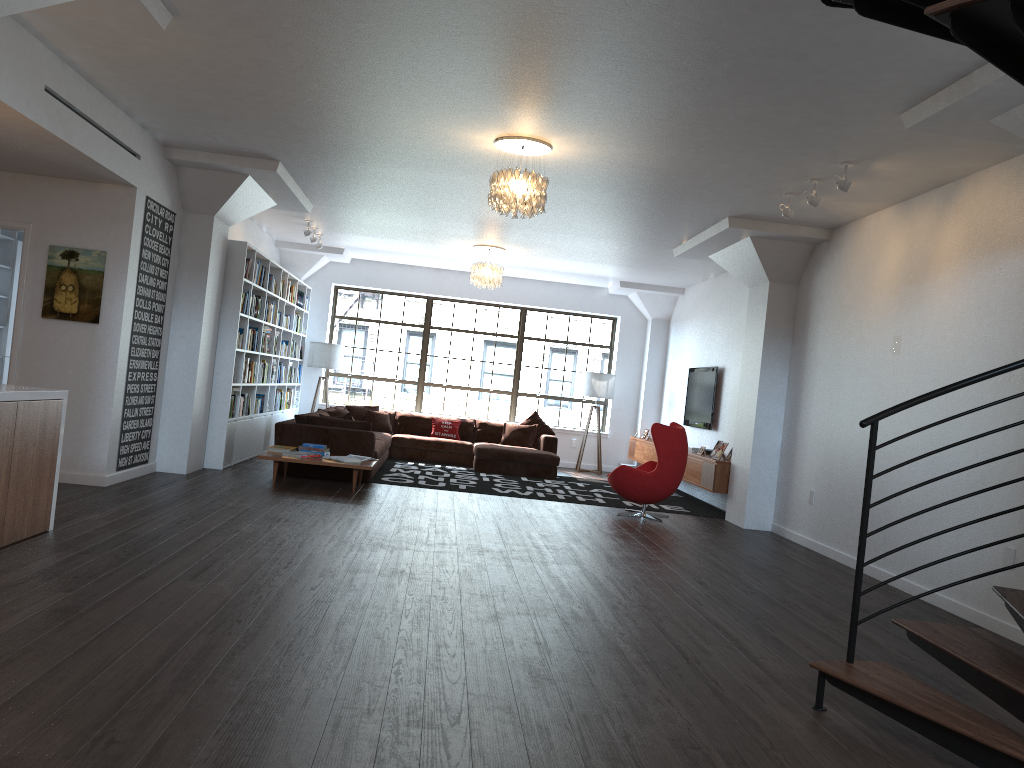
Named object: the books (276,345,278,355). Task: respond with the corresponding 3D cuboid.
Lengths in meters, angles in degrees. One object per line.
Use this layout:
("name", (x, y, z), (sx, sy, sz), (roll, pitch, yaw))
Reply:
("books", (-3.192, -0.512, 11.752), (0.160, 0.251, 0.036), (6, 0, -4))

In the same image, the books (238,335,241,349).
("books", (-3.007, -0.461, 9.613), (0.110, 0.153, 0.019), (6, 0, -4))

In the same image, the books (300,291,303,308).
("books", (-3.221, -1.261, 13.199), (0.183, 0.253, 0.042), (6, 0, -4))

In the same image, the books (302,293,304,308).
("books", (-3.231, -1.261, 13.330), (0.183, 0.253, 0.042), (6, 0, -4))

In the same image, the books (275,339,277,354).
("books", (-3.169, -0.497, 11.613), (0.161, 0.223, 0.030), (6, 0, -4))

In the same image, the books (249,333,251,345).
("books", (-3.060, -0.510, 10.058), (0.170, 0.245, 0.057), (6, 0, -4))

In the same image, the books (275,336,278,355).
("books", (-3.185, -0.512, 11.647), (0.183, 0.253, 0.039), (6, 0, -4))

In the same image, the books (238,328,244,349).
("books", (-3.025, -0.501, 9.736), (0.140, 0.231, 0.042), (6, 0, -4))

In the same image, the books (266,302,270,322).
("books", (-3.075, -0.889, 10.862), (0.182, 0.253, 0.034), (6, 0, -4))

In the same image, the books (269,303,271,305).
("books", (-3.093, -0.888, 11.017), (0.159, 0.250, 0.026), (6, 0, -4))

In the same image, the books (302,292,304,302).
("books", (-3.230, -1.261, 13.286), (0.183, 0.253, 0.042), (6, 0, -4))

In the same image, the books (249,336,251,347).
("books", (-3.064, -0.512, 10.099), (0.159, 0.250, 0.026), (6, 0, -4))

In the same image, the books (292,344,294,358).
("books", (-3.280, -0.510, 12.963), (0.171, 0.246, 0.039), (6, 0, -4))

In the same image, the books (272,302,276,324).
("books", (-3.113, -0.906, 11.246), (0.197, 0.283, 0.065), (6, 0, -4))

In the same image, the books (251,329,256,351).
("books", (-3.069, -0.513, 10.255), (0.182, 0.253, 0.034), (6, 0, -4))

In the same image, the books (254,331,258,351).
("books", (-3.076, -0.506, 10.356), (0.174, 0.239, 0.045), (6, 0, -4))

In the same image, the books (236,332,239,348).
("books", (-3.005, -0.474, 9.503), (0.128, 0.178, 0.022), (6, 0, -4))

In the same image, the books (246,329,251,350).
("books", (-3.053, -0.506, 10.007), (0.174, 0.239, 0.045), (6, 0, -4))

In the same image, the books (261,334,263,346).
("books", (-3.107, -0.499, 10.721), (0.161, 0.223, 0.032), (6, 0, -4))

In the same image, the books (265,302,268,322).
("books", (-3.066, -0.882, 10.762), (0.174, 0.239, 0.045), (6, 0, -4))

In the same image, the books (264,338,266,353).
("books", (-3.127, -0.490, 10.996), (0.161, 0.207, 0.135), (6, 0, -5))

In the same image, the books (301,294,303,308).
("books", (-3.224, -1.261, 13.243), (0.183, 0.253, 0.042), (6, 0, -4))

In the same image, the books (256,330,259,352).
("books", (-3.077, -0.512, 10.429), (0.182, 0.253, 0.034), (6, 0, -4))

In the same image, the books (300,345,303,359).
("books", (-3.330, -0.494, 13.692), (0.182, 0.215, 0.188), (6, 0, -4))

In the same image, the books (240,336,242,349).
("books", (-3.008, -0.465, 9.677), (0.106, 0.162, 0.032), (6, 0, -4))

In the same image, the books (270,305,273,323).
("books", (-3.095, -0.883, 11.110), (0.174, 0.239, 0.045), (6, 0, -4))

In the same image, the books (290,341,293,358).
("books", (-3.260, -0.507, 12.778), (0.174, 0.240, 0.054), (6, 0, -4))

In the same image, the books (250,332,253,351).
("books", (-3.064, -0.498, 10.153), (0.161, 0.223, 0.026), (6, 0, -4))

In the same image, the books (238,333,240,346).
("books", (-3.011, -0.471, 9.595), (0.109, 0.171, 0.018), (6, 0, -4))

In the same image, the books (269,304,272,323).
("books", (-3.094, -0.886, 11.058), (0.170, 0.245, 0.057), (6, 0, -4))

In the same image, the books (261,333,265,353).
("books", (-3.109, -0.507, 10.764), (0.174, 0.240, 0.054), (6, 0, -4))

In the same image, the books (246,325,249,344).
("books", (-3.050, -0.529, 9.869), (0.197, 0.283, 0.065), (6, 0, -4))

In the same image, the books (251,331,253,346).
("books", (-3.074, -0.503, 10.185), (0.167, 0.230, 0.037), (6, 0, -4))

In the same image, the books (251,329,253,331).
("books", (-3.089, -0.515, 10.219), (0.182, 0.253, 0.034), (6, 0, -4))

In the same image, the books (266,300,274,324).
("books", (-3.104, -0.908, 11.186), (0.176, 0.290, 0.053), (6, 0, -4))

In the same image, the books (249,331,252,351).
("books", (-3.059, -0.498, 10.126), (0.161, 0.223, 0.027), (6, 0, -4))

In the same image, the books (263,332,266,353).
("books", (-3.127, -0.515, 10.875), (0.183, 0.253, 0.042), (6, 0, -4))

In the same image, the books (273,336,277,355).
("books", (-3.167, -0.512, 11.543), (0.174, 0.251, 0.051), (6, 0, -4))

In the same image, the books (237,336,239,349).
("books", (-3.017, -0.478, 9.549), (0.134, 0.184, 0.030), (6, 0, -4))

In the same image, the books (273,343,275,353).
("books", (-3.166, -0.498, 11.502), (0.161, 0.223, 0.030), (6, 0, -4))

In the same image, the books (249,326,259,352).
("books", (-3.090, -0.532, 10.491), (0.176, 0.294, 0.102), (6, 0, -4))

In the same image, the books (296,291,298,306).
("books", (-3.180, -1.244, 12.821), (0.161, 0.223, 0.032), (6, 0, -4))

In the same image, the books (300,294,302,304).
("books", (-3.224, -1.262, 13.155), (0.183, 0.253, 0.042), (6, 0, -4))

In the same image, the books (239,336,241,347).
("books", (-3.010, -0.461, 9.632), (0.110, 0.153, 0.018), (6, 0, -4))

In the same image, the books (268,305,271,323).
("books", (-3.084, -0.874, 10.991), (0.161, 0.223, 0.027), (6, 0, -4))

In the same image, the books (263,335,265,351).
("books", (-3.111, -0.498, 10.840), (0.161, 0.223, 0.032), (6, 0, -4))

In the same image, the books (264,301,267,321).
("books", (-3.056, -0.888, 10.689), (0.182, 0.253, 0.034), (6, 0, -4))

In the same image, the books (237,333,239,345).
("books", (-3.008, -0.474, 9.524), (0.128, 0.178, 0.021), (6, 0, -4))

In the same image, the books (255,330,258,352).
("books", (-3.085, -0.513, 10.395), (0.182, 0.253, 0.034), (6, 0, -4))

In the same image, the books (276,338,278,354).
("books", (-3.187, -0.510, 11.715), (0.171, 0.246, 0.036), (6, 0, -4))

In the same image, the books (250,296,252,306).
("books", (-3.017, -0.881, 9.912), (0.174, 0.236, 0.142), (6, 0, -4))

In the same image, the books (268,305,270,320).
("books", (-3.084, -0.874, 10.964), (0.161, 0.223, 0.026), (6, 0, -4))

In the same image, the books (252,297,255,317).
("books", (-3.034, -0.889, 10.128), (0.160, 0.251, 0.039), (6, 0, -4))

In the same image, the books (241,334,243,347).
("books", (-3.010, -0.467, 9.702), (0.107, 0.167, 0.017), (6, 0, -4))

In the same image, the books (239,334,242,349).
("books", (-3.012, -0.467, 9.651), (0.120, 0.167, 0.020), (6, 0, -4))

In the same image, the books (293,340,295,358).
("books", (-3.291, -0.517, 13.042), (0.180, 0.259, 0.042), (6, 0, -4))

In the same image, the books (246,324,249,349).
("books", (-3.050, -0.532, 9.930), (0.176, 0.290, 0.053), (6, 0, -4))

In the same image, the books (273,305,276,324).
("books", (-3.106, -0.887, 11.321), (0.159, 0.250, 0.026), (6, 0, -4))
